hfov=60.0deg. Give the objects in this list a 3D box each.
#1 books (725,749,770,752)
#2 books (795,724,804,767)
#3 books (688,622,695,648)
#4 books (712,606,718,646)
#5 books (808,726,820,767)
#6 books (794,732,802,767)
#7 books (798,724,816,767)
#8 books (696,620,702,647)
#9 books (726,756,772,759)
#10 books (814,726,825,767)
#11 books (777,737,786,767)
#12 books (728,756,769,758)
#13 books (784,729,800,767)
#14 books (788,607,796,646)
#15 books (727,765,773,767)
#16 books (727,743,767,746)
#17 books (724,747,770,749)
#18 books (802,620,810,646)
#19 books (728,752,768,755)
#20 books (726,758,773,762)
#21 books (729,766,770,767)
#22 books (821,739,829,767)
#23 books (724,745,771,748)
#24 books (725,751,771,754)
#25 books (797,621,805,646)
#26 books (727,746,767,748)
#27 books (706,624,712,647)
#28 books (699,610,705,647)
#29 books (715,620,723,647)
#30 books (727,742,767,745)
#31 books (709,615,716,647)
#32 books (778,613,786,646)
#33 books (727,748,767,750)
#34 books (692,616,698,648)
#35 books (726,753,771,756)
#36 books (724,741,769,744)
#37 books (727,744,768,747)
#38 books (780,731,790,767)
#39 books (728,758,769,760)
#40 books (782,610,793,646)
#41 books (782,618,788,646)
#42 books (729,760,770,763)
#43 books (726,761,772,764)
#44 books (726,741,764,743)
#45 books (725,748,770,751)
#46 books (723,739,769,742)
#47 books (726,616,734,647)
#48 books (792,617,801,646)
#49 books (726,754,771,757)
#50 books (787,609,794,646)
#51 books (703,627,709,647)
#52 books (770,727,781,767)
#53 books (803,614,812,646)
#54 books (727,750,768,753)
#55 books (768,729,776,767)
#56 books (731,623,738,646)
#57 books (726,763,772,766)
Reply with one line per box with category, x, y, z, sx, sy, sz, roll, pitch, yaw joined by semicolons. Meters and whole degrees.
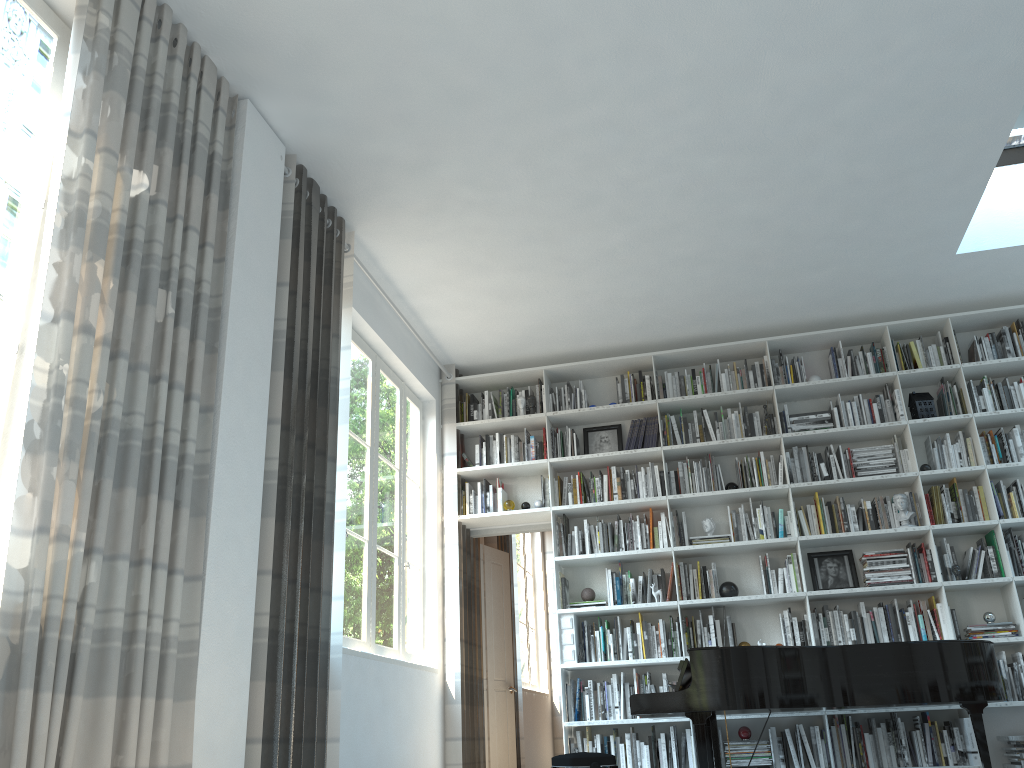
books;1.539;2.399;5.804;0.285;0.005;0.160;-8;-23;12
books;1.855;2.344;5.721;0.012;0.273;0.181;-7;-22;11
books;1.244;1.768;6.110;0.030;0.238;0.157;-7;-22;11
books;1.404;1.711;6.115;0.013;0.337;0.138;-7;-22;11
books;1.951;2.349;5.723;0.025;0.258;0.133;-7;-22;11
books;1.846;2.367;5.722;0.011;0.231;0.175;-7;-22;11
books;1.900;2.343;5.724;0.073;0.274;0.181;-7;-22;11
books;1.290;1.759;6.102;0.042;0.247;0.163;-7;-22;11
books;1.541;2.435;5.778;0.285;0.007;0.160;-5;-22;7
books;1.968;2.334;5.690;0.024;0.259;0.190;-7;-22;11
books;1.741;2.395;5.740;0.029;0.201;0.179;-7;-22;11
books;1.543;2.432;5.789;0.254;0.007;0.161;-8;-23;12
books;1.811;2.363;5.735;0.062;0.252;0.178;-7;-22;11
books;1.894;1.667;5.994;0.014;0.289;0.132;-7;-22;11
books;1.542;2.481;5.763;0.285;0.007;0.160;-6;-22;8
books;1.541;2.365;5.819;0.254;0.005;0.161;-7;-23;12
books;1.537;2.382;5.803;0.285;0.005;0.160;-6;-22;8
books;1.971;1.698;5.960;0.024;0.200;0.159;-7;-22;11
books;1.540;2.415;5.799;0.254;0.005;0.161;-7;-23;12
books;1.542;2.449;5.776;0.285;0.007;0.160;-6;-22;8
books;1.544;2.490;5.767;0.254;0.007;0.161;-8;-23;12
books;1.997;2.375;5.686;0.024;0.179;0.172;-7;-22;11
books;1.540;2.372;5.809;0.285;0.005;0.160;-6;-22;9
books;1.539;2.408;5.797;0.285;0.005;0.160;-6;-23;10
books;1.948;1.709;5.977;0.031;0.194;0.142;-7;-22;11
books;1.540;2.377;5.805;0.254;0.005;0.161;-9;-23;15
books;1.359;1.765;6.081;0.021;0.214;0.172;-7;-22;11
books;1.316;1.725;6.107;0.014;0.312;0.167;-7;-22;11
books;1.424;1.750;6.086;0.029;0.240;0.136;-7;-22;11
books;1.541;2.359;5.821;0.254;0.005;0.161;-7;-23;12
books;1.380;1.736;6.083;0.027;0.268;0.186;-7;-22;11
books;1.831;1.692;6.001;0.012;0.253;0.161;-7;-22;11
books;1.539;2.390;5.809;0.254;0.005;0.161;-7;-23;12
books;1.262;1.748;6.104;0.012;0.271;0.182;-7;-22;11
books;1.543;2.421;5.797;0.285;0.007;0.160;-7;-23;12
books;1.541;2.355;5.823;0.285;0.005;0.160;-7;-23;12
books;1.539;2.366;5.807;0.254;0.005;0.161;-5;-22;7
books;1.771;2.379;5.751;0.028;0.237;0.136;-7;-22;11
books;1.544;2.445;5.784;0.254;0.007;0.161;-8;-23;12
books;1.862;1.677;5.988;0.027;0.268;0.159;-7;-22;11
books;1.847;1.706;6.000;0.015;0.224;0.148;-7;-22;11
books;1.543;2.455;5.773;0.254;0.007;0.161;-6;-22;8
books;1.545;2.463;5.775;0.285;0.007;0.160;-8;-23;13
books;1.540;2.349;5.823;0.254;0.005;0.161;-8;-23;12
books;1.539;2.394;5.806;0.285;0.005;0.160;-7;-23;11
books;1.538;2.340;5.816;0.285;0.005;0.160;-9;-23;16
books;1.495;1.725;6.058;0.027;0.260;0.164;-7;-22;11
books;1.914;1.694;5.970;0.029;0.220;0.153;-7;-22;11
books;1.543;2.426;5.792;0.285;0.007;0.160;-8;-23;12
books;1.883;1.676;5.998;0.010;0.276;0.156;-7;-22;11
books;1.338;1.778;6.086;0.024;0.195;0.157;-7;-22;11
books;1.713;2.374;5.769;0.031;0.264;0.145;-7;-22;11
books;1.997;1.686;5.987;0.019;0.241;0.108;-7;-22;11
books;1.539;2.404;5.801;0.254;0.005;0.161;-7;-23;11
books;1.689;2.377;5.757;0.012;0.253;0.161;-7;-22;11
books;1.524;1.750;6.057;0.023;0.211;0.160;-7;-22;11
books;1.544;2.474;5.763;0.285;0.007;0.160;-9;-23;16
